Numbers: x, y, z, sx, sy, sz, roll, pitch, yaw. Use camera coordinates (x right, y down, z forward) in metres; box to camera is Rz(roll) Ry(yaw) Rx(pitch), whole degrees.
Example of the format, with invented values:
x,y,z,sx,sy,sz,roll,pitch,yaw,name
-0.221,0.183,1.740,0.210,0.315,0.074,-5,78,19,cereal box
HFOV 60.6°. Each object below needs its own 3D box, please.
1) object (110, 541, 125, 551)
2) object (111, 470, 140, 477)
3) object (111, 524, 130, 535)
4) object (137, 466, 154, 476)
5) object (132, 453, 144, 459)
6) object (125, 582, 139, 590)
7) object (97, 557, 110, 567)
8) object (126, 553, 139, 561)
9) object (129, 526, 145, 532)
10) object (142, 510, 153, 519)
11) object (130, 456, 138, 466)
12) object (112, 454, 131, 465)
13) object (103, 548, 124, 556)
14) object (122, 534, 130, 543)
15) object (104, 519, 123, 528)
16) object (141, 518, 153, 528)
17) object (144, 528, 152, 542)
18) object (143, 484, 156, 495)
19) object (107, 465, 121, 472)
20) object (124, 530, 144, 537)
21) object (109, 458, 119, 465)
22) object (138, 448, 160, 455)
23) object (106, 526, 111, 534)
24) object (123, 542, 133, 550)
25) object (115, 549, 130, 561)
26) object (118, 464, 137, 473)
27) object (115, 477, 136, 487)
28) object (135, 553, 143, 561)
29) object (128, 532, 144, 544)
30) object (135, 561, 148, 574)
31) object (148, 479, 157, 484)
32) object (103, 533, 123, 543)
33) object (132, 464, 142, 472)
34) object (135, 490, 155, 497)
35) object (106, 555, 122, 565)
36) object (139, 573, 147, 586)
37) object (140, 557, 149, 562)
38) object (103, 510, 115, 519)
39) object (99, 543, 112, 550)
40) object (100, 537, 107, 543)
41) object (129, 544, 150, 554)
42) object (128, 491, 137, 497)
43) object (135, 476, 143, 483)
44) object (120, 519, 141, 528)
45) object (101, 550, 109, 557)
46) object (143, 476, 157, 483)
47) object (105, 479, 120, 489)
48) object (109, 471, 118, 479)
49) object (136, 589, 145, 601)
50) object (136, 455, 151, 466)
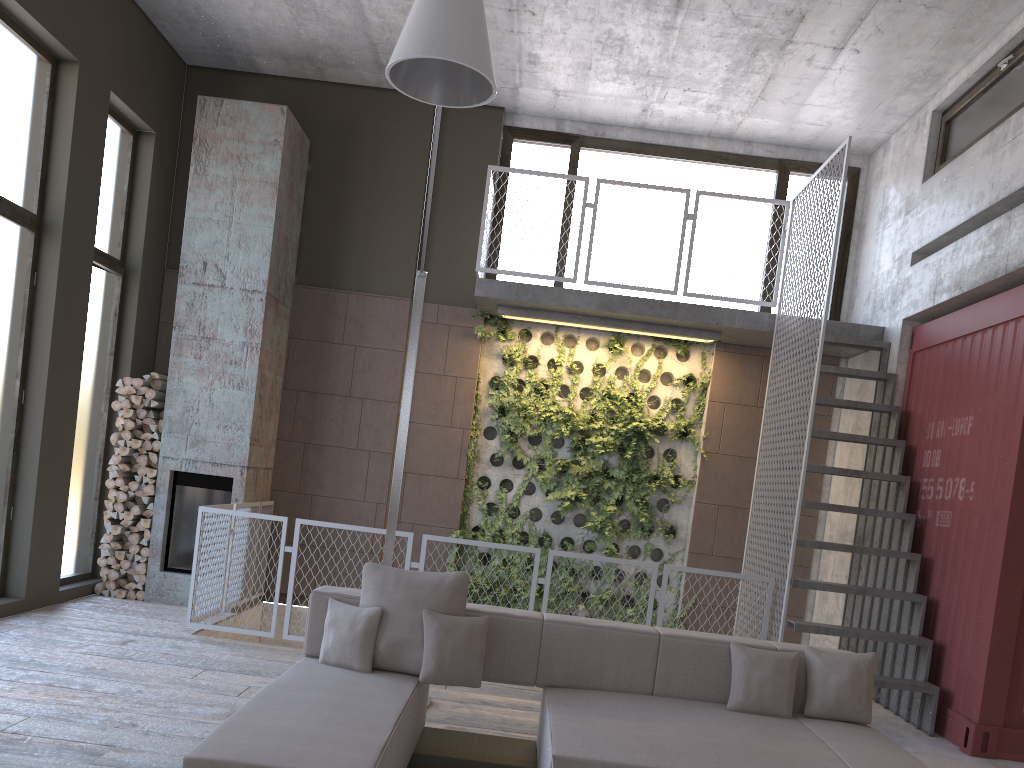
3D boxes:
x,y,z,sx,sy,sz,roll,pitch,yaw,name
-3.590,1.497,8.172,0.114,0.079,0.437,7,-6,3,object
-3.533,0.825,8.036,0.071,0.072,0.425,7,-6,3,object
-3.550,1.341,8.100,0.093,0.083,0.482,7,-6,1,object
-3.325,0.808,8.125,0.092,0.093,0.439,7,-6,3,object
-3.396,0.660,8.103,0.064,0.074,0.361,7,-6,3,object
-3.463,1.869,8.185,0.115,0.079,0.437,7,-6,1,object
-3.712,1.638,8.171,0.091,0.092,0.439,7,-6,3,object
-3.459,1.594,8.152,0.067,0.067,0.425,7,-6,3,object
-3.420,1.338,8.104,0.089,0.056,0.334,7,-6,3,object
-3.291,1.202,8.156,0.115,0.079,0.437,7,-6,1,object
-3.449,0.725,8.184,0.104,0.102,0.293,7,-5,2,object
-3.541,0.703,8.101,0.090,0.089,0.457,7,-6,4,object
-3.621,1.537,8.065,0.071,0.072,0.425,7,-6,3,object
-3.537,1.437,8.213,0.104,0.102,0.293,7,-5,2,object
-3.687,1.306,8.177,0.070,0.117,0.366,7,-5,2,object
-3.294,1.280,8.135,0.093,0.083,0.482,7,-6,3,object
-3.288,1.389,8.105,0.064,0.125,0.366,7,-5,3,object
-3.261,0.963,8.017,0.101,0.102,0.294,7,-5,1,object
-3.602,0.784,8.107,0.122,0.067,0.365,7,-6,1,object
-3.484,1.372,8.132,0.064,0.074,0.361,7,-6,3,object
-3.603,0.718,8.132,0.067,0.071,0.425,7,-6,3,object
-3.332,0.626,8.075,0.089,0.056,0.334,7,-6,3,object
-3.626,1.342,8.103,0.067,0.067,0.424,7,-6,1,object
-3.487,1.498,8.181,0.101,0.086,0.364,7,-6,3,object
-3.533,1.575,8.151,0.093,0.083,0.482,7,-6,3,object
-3.502,0.785,8.143,0.114,0.079,0.437,7,-6,3,object
-3.535,0.908,8.144,0.090,0.089,0.457,7,-6,3,object
-3.379,1.602,8.151,0.067,0.067,0.425,7,-6,3,object
-3.424,1.410,8.076,0.098,0.107,0.295,7,-5,1,object
-3.349,1.675,8.047,0.101,0.102,0.294,7,-5,1,object
-3.244,0.889,8.014,0.063,0.048,0.251,7,-6,1,object
-3.629,1.415,8.130,0.090,0.089,0.457,7,-6,4,object
-3.399,0.786,8.152,0.101,0.086,0.364,7,-6,3,object
-3.347,1.009,8.112,0.122,0.067,0.365,7,-6,3,object
-3.623,1.620,8.173,0.090,0.089,0.457,7,-6,3,object
-3.338,1.789,8.121,0.064,0.125,0.366,7,-5,3,object
-3.332,1.602,8.043,0.063,0.048,0.251,7,-6,1,object
-3.662,1.206,8.162,0.079,0.107,0.438,7,-6,2,object
-3.689,1.496,8.137,0.122,0.067,0.365,7,-6,1,object
-3.690,1.430,8.161,0.067,0.071,0.425,7,-6,3,object
-3.412,1.520,8.155,0.092,0.093,0.439,7,-6,3,object
-3.450,1.011,8.118,0.064,0.074,0.361,7,-6,0,object
-3.371,0.882,8.123,0.067,0.067,0.425,7,-6,3,object
-3.475,1.279,8.120,0.115,0.079,0.437,7,-6,1,object
-3.684,1.572,8.151,0.066,0.085,0.427,7,-6,4,object
-3.291,0.890,8.122,0.067,0.067,0.425,7,-6,3,object
-3.625,0.926,8.142,0.091,0.092,0.439,7,-6,3,object
-3.596,0.860,8.122,0.066,0.085,0.427,7,-6,4,object
-3.368,1.945,8.177,0.091,0.092,0.439,7,-6,1,object
-3.336,0.698,8.047,0.098,0.107,0.295,7,-5,1,object
